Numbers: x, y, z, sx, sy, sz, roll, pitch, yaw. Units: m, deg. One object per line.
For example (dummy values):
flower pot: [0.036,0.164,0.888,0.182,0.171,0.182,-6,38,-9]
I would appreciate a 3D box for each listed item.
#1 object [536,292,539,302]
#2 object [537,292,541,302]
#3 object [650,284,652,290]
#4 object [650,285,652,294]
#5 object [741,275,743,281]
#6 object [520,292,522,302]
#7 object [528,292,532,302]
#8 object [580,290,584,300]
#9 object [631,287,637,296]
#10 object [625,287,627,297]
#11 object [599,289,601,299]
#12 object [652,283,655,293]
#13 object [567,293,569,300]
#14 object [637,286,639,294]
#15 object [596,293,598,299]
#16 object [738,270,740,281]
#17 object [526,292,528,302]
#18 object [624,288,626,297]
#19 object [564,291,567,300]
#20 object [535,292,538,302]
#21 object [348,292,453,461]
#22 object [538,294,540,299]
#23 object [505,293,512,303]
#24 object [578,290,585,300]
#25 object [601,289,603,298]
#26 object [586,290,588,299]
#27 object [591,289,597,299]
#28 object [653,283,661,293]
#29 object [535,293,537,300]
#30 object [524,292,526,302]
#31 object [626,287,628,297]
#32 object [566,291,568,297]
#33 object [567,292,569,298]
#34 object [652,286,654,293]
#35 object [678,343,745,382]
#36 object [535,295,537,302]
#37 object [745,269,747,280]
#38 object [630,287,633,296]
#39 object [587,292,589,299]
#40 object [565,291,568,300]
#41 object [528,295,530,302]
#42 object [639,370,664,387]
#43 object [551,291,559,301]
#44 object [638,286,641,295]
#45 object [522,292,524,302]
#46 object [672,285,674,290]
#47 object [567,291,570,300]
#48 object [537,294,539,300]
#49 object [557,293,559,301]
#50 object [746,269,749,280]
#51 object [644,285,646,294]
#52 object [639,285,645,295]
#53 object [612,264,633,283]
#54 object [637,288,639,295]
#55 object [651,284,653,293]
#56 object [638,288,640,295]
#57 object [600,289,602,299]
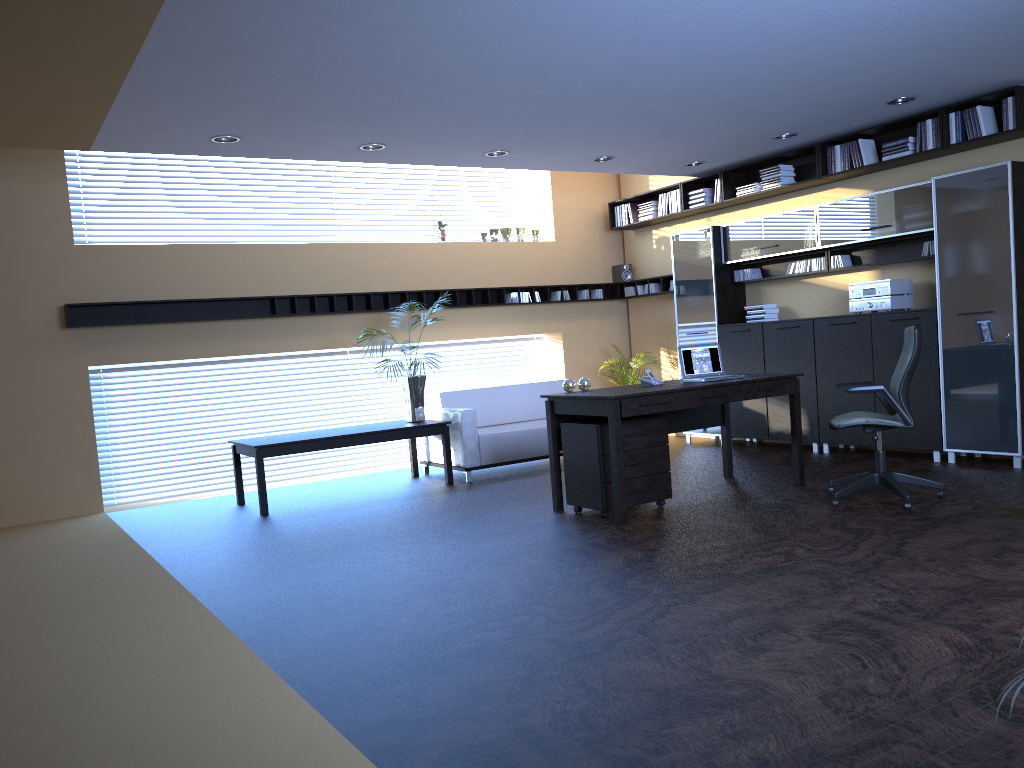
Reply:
object: [0.270,-1.060,10.832,0.030,0.120,0.142,-7,4,-31]
object: [0.292,-1.061,10.845,0.040,0.118,0.142,-7,4,-31]
object: [1.775,-1.181,10.941,0.142,0.120,0.030,-6,4,-31]
object: [1.765,-1.182,10.958,0.142,0.120,0.009,-6,4,-31]
object: [2.554,-1.185,9.660,0.142,0.120,0.009,-6,4,-31]
object: [0.074,-1.039,10.712,0.009,0.120,0.142,-7,4,-32]
object: [0.182,-1.049,10.779,0.040,0.118,0.142,-7,4,-31]
object: [0.866,-1.121,11.198,0.041,0.122,0.142,-7,4,-31]
object: [1.578,-1.179,11.264,0.142,0.118,0.040,-6,4,-31]
object: [1.517,-1.181,11.364,0.142,0.120,0.009,-6,4,-31]
object: [1.081,-1.145,11.317,0.009,0.120,0.142,-7,4,-31]
object: [1.792,-1.181,10.914,0.142,0.120,0.030,-6,4,-31]
object: [0.657,-1.100,11.066,0.030,0.120,0.142,-7,4,-32]
object: [1.643,-1.181,11.158,0.142,0.120,0.030,-6,4,-31]
object: [1.051,-1.142,11.308,0.009,0.120,0.142,-7,4,-31]
object: [2.534,-1.185,9.695,0.142,0.120,0.009,-6,4,-31]
object: [0.146,-1.047,10.752,0.009,0.120,0.142,-7,4,-31]
object: [1.506,-1.180,11.381,0.142,0.120,0.009,-6,4,-31]
object: [0.631,-1.097,11.049,0.030,0.120,0.142,-7,4,-31]
object: [0.263,-1.059,10.824,0.030,0.120,0.142,-7,4,-31]
object: [-1.133,0.036,9.309,1.039,1.863,1.893,-5,3,-11]
object: [0.293,-1.061,10.844,0.036,0.116,0.140,-7,4,-31]
object: [-0.046,-1.025,10.639,0.040,0.118,0.142,-7,4,-32]
object: [0.867,-1.121,11.195,0.040,0.118,0.142,-7,4,-31]
object: [1.108,-1.147,11.332,0.009,0.120,0.142,-7,4,-31]
object: [0.909,-1.126,11.214,0.030,0.120,0.142,-7,4,-31]
object: [1.034,-1.138,11.291,0.040,0.118,0.142,-7,4,-32]
object: [1.800,-1.181,10.901,0.142,0.118,0.040,-6,4,-31]
object: [0.256,-1.058,10.817,0.026,0.118,0.140,-7,4,-31]
object: [0.120,-1.044,10.736,0.006,0.118,0.140,-7,4,-31]
object: [1.528,-1.181,11.346,0.142,0.120,0.009,-6,4,-31]
object: [0.649,-1.099,11.060,0.030,0.120,0.142,-7,4,-32]
object: [0.660,-1.100,11.062,0.026,0.118,0.140,-7,4,-32]
object: [1.786,-1.181,10.923,0.142,0.120,0.030,-6,4,-31]
object: [1.566,-0.173,6.973,0.390,0.283,0.322,-6,3,-21]
object: [0.255,-1.058,10.819,0.030,0.120,0.142,-7,4,-32]
object: [2.585,-1.185,9.608,0.142,0.120,0.009,-6,4,-31]
object: [1.565,-1.181,11.285,0.142,0.120,0.009,-6,4,-31]
object: [0.925,-1.128,11.228,0.009,0.120,0.142,-7,4,-31]
object: [0.642,-1.098,11.052,0.030,0.120,0.142,-7,4,-32]
object: [0.180,-1.049,10.780,0.041,0.122,0.142,-7,4,-31]
object: [1.070,-0.049,6.821,0.146,0.127,0.130,-1,4,44]
object: [0.528,-1.085,10.986,0.040,0.118,0.142,-7,4,-32]
object: [1.654,-1.181,11.140,0.142,0.120,0.030,-6,4,-31]
object: [0.102,-1.042,10.725,0.009,0.120,0.142,-7,4,-31]
object: [1.979,-1.182,10.607,0.142,0.120,0.030,-6,4,-31]
object: [0.670,-1.100,11.074,0.040,0.118,0.142,-7,4,-31]
object: [0.279,-1.061,10.839,0.026,0.118,0.140,-7,4,-32]
object: [0.538,-1.088,10.998,0.030,0.120,0.142,-7,4,-31]
object: [2.594,-1.186,9.601,0.142,0.120,0.009,-6,4,-31]
object: [1.712,-1.180,11.045,0.142,0.118,0.040,-6,4,-31]
object: [1.662,-1.180,11.127,0.142,0.118,0.040,-6,4,-31]
object: [1.431,-1.424,11.473,0.158,0.230,0.254,-6,4,-21]
object: [1.638,-1.181,11.166,0.142,0.120,0.030,-6,4,-31]
object: [1.781,-1.181,10.932,0.142,0.120,0.030,-6,4,-31]
object: [1.648,-1.181,11.149,0.142,0.120,0.030,-6,4,-31]
object: [1.099,-1.146,11.327,0.009,0.120,0.142,-7,4,-32]
